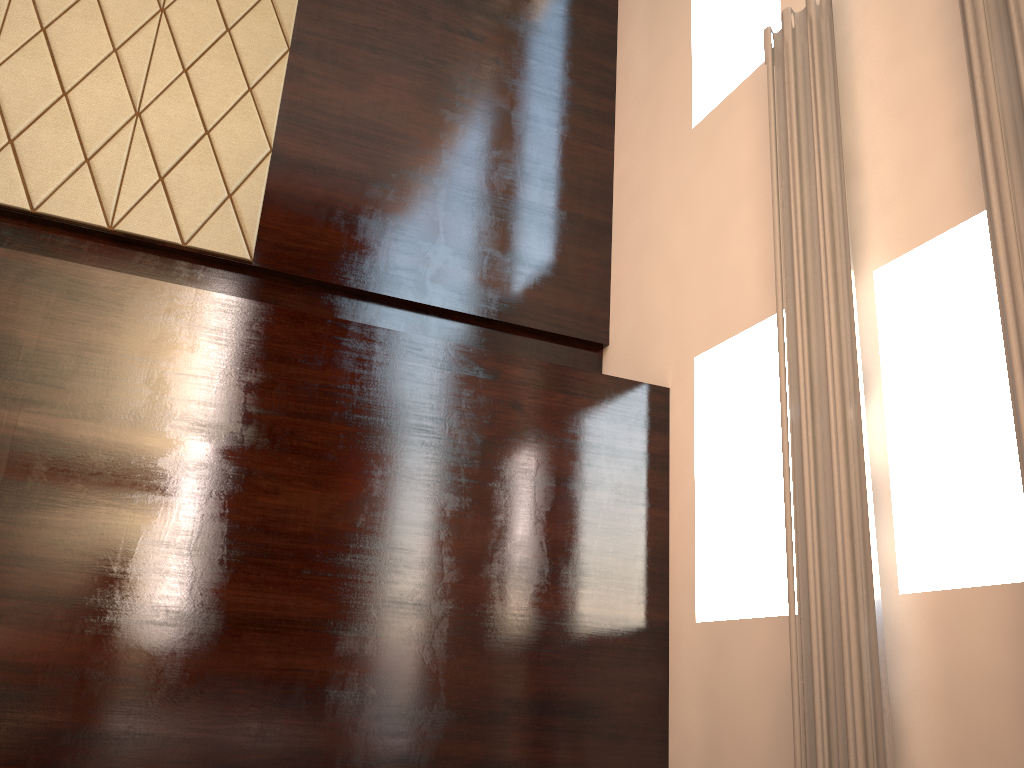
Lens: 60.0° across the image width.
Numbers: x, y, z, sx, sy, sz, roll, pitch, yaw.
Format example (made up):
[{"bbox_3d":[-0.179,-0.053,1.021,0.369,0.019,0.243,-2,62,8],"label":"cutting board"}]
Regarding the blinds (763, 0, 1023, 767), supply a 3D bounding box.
[{"bbox_3d":[1.879,-0.512,1.067,0.108,3.403,4.683,11,-21,-21],"label":"blinds"}]
